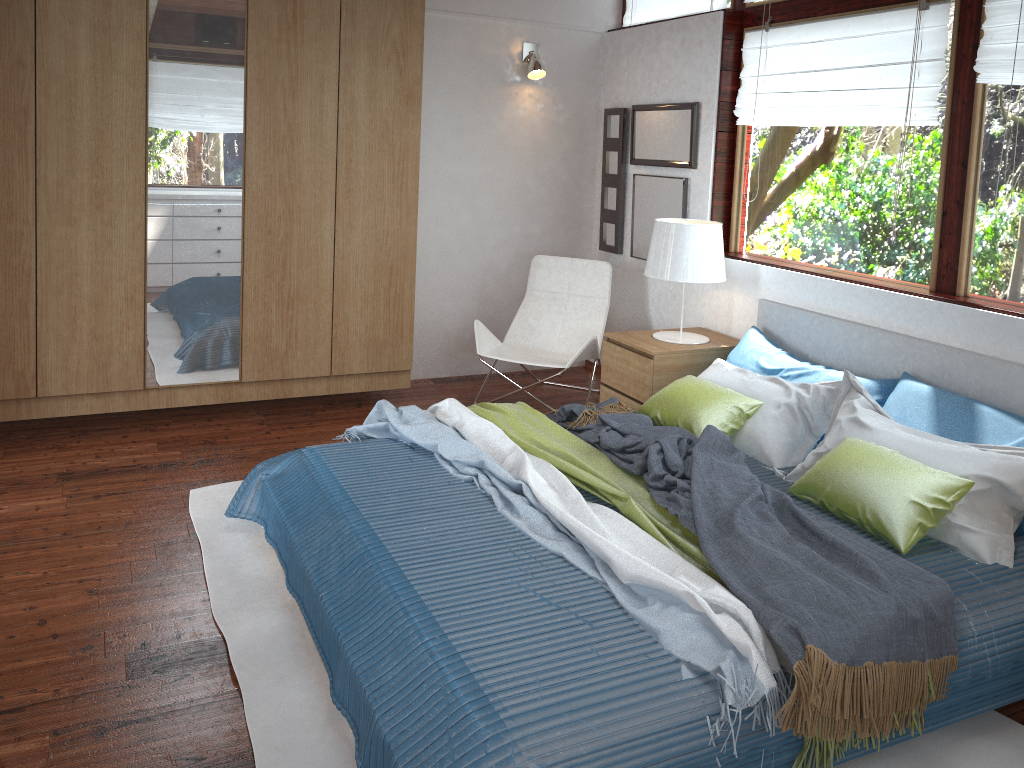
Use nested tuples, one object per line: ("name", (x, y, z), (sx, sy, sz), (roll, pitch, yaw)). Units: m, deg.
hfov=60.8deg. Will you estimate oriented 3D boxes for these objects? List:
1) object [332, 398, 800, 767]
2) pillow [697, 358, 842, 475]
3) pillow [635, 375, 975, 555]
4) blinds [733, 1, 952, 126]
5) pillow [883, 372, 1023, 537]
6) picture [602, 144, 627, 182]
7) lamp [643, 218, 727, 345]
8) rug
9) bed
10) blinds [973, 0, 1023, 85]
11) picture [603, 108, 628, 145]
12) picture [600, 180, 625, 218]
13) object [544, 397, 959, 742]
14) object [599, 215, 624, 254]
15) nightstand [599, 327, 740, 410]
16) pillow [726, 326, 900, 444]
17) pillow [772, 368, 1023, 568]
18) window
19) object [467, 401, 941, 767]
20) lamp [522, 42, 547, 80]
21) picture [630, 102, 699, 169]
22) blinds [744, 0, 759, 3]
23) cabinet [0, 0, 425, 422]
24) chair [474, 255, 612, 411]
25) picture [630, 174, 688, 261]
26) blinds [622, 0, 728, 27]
("object", (-0.023, 0.460, 2.706), (0.538, 0.366, 2.212), (-4, 16, -29))
("pillow", (0.961, 0.074, 3.590), (0.474, 0.350, 0.896), (-4, 15, -30))
("pillow", (0.952, 0.207, 3.155), (0.311, 0.214, 1.417), (-3, 16, -25))
("blinds", (1.458, -1.440, 4.029), (0.054, 0.482, 1.270), (0, 14, -26))
("pillow", (1.593, 0.236, 2.987), (0.367, 0.310, 0.946), (-3, 15, -27))
("picture", (0.635, -1.379, 5.441), (0.040, 0.220, 0.228), (0, 10, -26))
("lamp", (0.856, -0.516, 4.333), (0.406, 0.577, 0.415), (-2, 10, -28))
("rug", (0.069, 0.699, 2.678), (1.804, 0.048, 2.789), (-5, 17, -25))
("bed", (0.516, 0.317, 2.869), (2.579, 0.751, 2.200), (-4, 16, -24))
("blinds", (2.347, -1.109, 2.178), (0.054, 0.638, 2.634), (0, 14, -26))
("picture", (0.641, -1.598, 5.419), (0.040, 0.220, 0.228), (0, 10, -26))
("picture", (0.628, -1.160, 5.462), (0.040, 0.220, 0.228), (0, 10, -26))
("object", (0.541, 0.342, 2.870), (0.628, 0.396, 2.191), (-1, 15, -16))
("object", (0.622, -0.940, 5.484), (0.040, 0.220, 0.228), (0, 10, -26))
("nightstand", (0.815, 0.038, 4.374), (0.610, 0.530, 0.438), (-3, 11, -26))
("pillow", (1.222, 0.004, 3.762), (0.348, 0.321, 0.937), (-3, 15, -27))
("pillow", (1.303, 0.250, 2.850), (0.361, 0.381, 0.874), (-3, 15, -31))
("window", (-1.882, -0.936, 1.565), (8.317, 1.890, 5.417), (-5, 16, -25))
("object", (0.316, 0.495, 2.838), (0.492, 0.436, 2.162), (-3, 16, -29))
("lamp", (0.147, -1.980, 5.348), (0.121, 0.223, 0.156), (-1, 9, -25))
("picture", (0.858, -1.423, 4.991), (0.042, 0.354, 0.643), (0, 13, -26))
("blinds", (1.496, -2.024, 3.978), (0.032, 0.411, 1.276), (0, 14, -26))
("cabinet", (-1.595, -1.137, 4.329), (2.205, 2.360, 0.594), (-2, 7, -26))
("chair", (0.212, -0.279, 4.868), (0.703, 0.781, 0.815), (7, 11, 24))
("picture", (0.838, -0.947, 5.025), (0.043, 0.494, 0.517), (0, 10, -26))
("blinds", (0.952, -2.420, 5.111), (0.032, 0.549, 1.060), (0, 13, -26))
